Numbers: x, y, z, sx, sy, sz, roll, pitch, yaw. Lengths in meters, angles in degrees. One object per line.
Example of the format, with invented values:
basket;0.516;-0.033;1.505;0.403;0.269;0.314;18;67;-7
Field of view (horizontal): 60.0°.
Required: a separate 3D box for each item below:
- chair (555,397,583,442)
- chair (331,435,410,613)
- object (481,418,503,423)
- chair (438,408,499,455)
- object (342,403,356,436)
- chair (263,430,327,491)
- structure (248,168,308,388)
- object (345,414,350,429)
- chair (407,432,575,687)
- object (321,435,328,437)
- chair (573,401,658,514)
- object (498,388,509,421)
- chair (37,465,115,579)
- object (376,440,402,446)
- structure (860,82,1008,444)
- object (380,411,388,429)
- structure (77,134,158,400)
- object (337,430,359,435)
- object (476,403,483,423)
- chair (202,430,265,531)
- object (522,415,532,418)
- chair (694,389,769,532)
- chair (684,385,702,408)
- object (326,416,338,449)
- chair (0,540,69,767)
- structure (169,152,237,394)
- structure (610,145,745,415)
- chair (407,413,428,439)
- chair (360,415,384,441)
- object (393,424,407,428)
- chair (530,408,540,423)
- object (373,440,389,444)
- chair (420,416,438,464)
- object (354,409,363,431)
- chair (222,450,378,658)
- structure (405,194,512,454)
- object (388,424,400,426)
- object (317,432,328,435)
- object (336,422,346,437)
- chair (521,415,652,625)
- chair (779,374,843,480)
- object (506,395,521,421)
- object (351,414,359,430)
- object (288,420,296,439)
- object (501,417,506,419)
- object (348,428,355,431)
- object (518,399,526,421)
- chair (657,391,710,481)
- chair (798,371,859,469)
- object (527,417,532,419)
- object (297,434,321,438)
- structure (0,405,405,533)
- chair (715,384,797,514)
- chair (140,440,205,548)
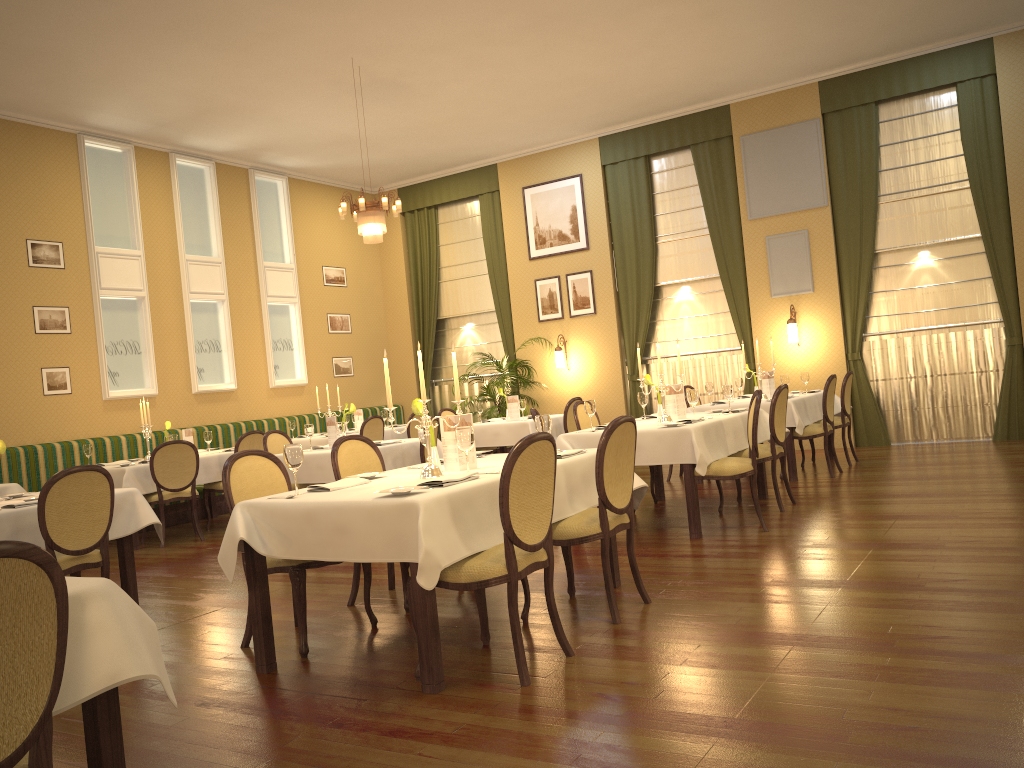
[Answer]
chair;0.512;0.639;9.701;0.571;0.955;0.530;-6;0;31
chair;-0.677;0.751;5.065;0.571;0.955;0.530;-6;0;31
object;-0.234;0.418;10.180;0.142;0.033;0.273;-6;0;31
chair;-0.517;0.741;10.390;0.571;0.955;0.530;-6;0;31
object;-1.431;0.359;7.727;0.163;0.375;0.076;-6;0;8
chair;-1.911;0.876;8.094;0.571;0.955;0.530;-6;0;21
structure;-3.262;-1.443;12.281;0.200;2.985;0.670;-6;0;31
object;-2.175;0.510;11.690;0.088;0.229;0.088;-6;0;-11
chair;-0.084;0.691;3.656;0.571;0.955;0.530;-6;0;31
object;-2.161;0.611;10.457;0.160;0.024;0.160;-6;0;31
chair;0.870;0.601;7.620;0.571;0.955;0.530;-6;0;31
object;-0.078;0.228;10.053;0.076;0.375;0.163;-6;0;-37
chair;-2.458;0.927;4.798;0.571;0.955;0.530;-6;0;31
object;-1.066;0.501;7.481;0.142;0.024;0.273;-6;0;31
structure;4.745;-1.568;10.291;1.898;4.511;0.137;-6;0;31
object;-1.620;0.455;11.269;0.088;0.229;0.088;-6;0;-11
structure;-4.538;-1.319;10.174;0.200;2.985;0.687;-6;0;31
object;-1.992;0.592;10.728;0.142;0.033;0.273;-6;0;31
object;-0.360;0.329;10.011;0.088;0.229;0.088;-6;0;-11
chair;-2.761;0.961;8.970;0.571;0.955;0.530;-6;0;31
object;0.220;0.375;10.201;0.160;0.024;0.160;-6;0;31
chair;1.492;0.538;6.173;0.571;0.955;0.530;-6;0;11
chair;2.254;0.467;9.904;0.571;0.955;0.530;-6;0;31
object;-1.555;0.422;7.678;0.081;0.277;0.166;-6;0;-12
chair;-1.210;0.800;1.797;0.571;0.955;0.530;-6;0;31
structure;-3.919;-1.379;11.196;0.200;2.985;0.661;-6;0;31
structure;2.264;-1.321;11.807;1.900;4.511;0.134;-6;0;31
chair;-1.338;0.823;11.259;0.571;0.955;0.530;-6;0;31
chair;-1.802;0.868;10.557;0.571;0.955;0.530;-6;0;31
object;-1.456;0.544;11.512;0.142;0.024;0.273;-6;0;31
chair;0.473;0.639;6.983;0.571;0.955;0.530;-6;0;6
object;-1.172;0.510;7.669;0.160;0.024;0.160;-6;0;31
chair;-0.867;0.772;7.421;0.571;0.955;0.530;-6;0;11
object;-1.979;0.468;11.330;0.081;0.277;0.166;-6;0;-42
chair;-1.077;0.790;4.405;0.571;0.955;0.530;-6;0;31
structure;-0.710;-1.025;13.632;1.942;4.511;0.123;-6;0;31
object;-1.562;0.553;11.700;0.160;0.024;0.160;-6;0;31
object;-2.436;0.639;11.314;0.160;0.024;0.160;-6;0;31
object;-1.412;0.430;7.357;0.088;0.229;0.088;-6;0;-17
chair;0.352;0.648;4.376;0.571;0.955;0.530;-6;0;31
chair;2.847;0.406;8.495;0.571;0.955;0.530;-6;0;31
object;-0.008;0.272;9.843;0.166;0.277;0.081;-6;0;38
object;-1.923;0.484;10.902;0.088;0.229;0.088;-6;0;-11
object;-2.686;0.560;10.854;0.088;0.229;0.088;-6;0;-11
object;-0.120;0.409;10.426;0.160;0.024;0.160;-6;0;31
object;-2.049;0.599;11.859;0.142;0.033;0.273;-6;0;31
object;0.113;0.281;9.569;0.088;0.229;0.088;-6;0;-11
chair;1.854;0.505;9.243;0.571;0.955;0.530;-6;0;31
chair;3.283;0.364;9.214;0.571;0.955;0.530;-6;0;31
object;0.297;0.369;9.885;0.142;0.024;0.273;-6;0;31
object;-2.519;0.644;11.011;0.142;0.033;0.273;-6;0;31
structure;-5.255;1.172;7.797;0.850;1.031;14.516;-6;0;31
chair;1.899;0.498;6.931;0.571;0.955;0.530;-6;0;31
chair;-3.178;1.002;8.272;0.530;0.955;0.571;-6;0;-34
